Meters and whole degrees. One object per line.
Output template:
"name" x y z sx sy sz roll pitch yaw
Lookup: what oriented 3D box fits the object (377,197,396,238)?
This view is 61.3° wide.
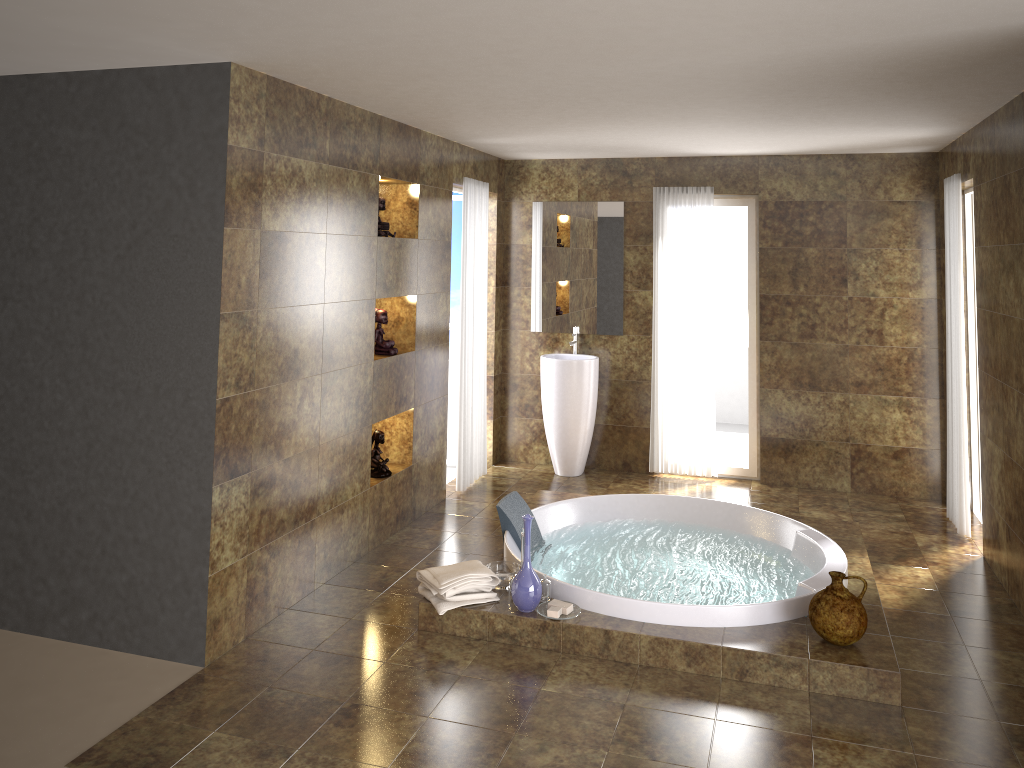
"object" -0.800 -1.028 5.297 0.152 0.267 0.121 1 -2 17

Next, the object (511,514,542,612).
"object" 0.067 0.791 3.855 0.136 0.421 0.134 -1 -4 25

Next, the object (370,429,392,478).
"object" -0.800 0.412 5.217 0.152 0.274 0.150 0 -2 18

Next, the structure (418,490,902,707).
"structure" 0.833 0.970 4.553 2.007 0.124 2.015 4 9 17

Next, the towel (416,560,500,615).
"towel" -0.251 0.919 3.994 0.321 0.150 0.341 -2 7 -28

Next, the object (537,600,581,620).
"object" 0.207 1.000 3.799 0.190 0.018 0.191 2 8 6

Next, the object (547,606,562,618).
"object" 0.185 0.989 3.745 0.053 0.034 0.073 2 6 18

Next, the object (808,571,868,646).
"object" 1.349 0.925 3.581 0.230 0.275 0.230 1 1 -11

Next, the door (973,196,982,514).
"door" 3.502 -0.165 5.583 0.040 2.230 0.957 5 -4 -39

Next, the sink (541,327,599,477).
"sink" 0.446 0.133 6.781 0.459 1.138 0.433 0 -3 20

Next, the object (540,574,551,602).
"object" 0.151 0.929 3.948 0.057 0.116 0.057 2 -2 -20

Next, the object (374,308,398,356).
"object" -0.787 -0.322 5.302 0.175 0.285 0.111 1 -3 17

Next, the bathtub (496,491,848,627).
"bathtub" 0.831 0.962 4.552 1.752 0.522 1.760 -6 10 -41

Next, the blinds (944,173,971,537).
"blinds" 2.859 -0.227 5.595 0.069 2.281 0.479 0 -4 17

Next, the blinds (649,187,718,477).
"blinds" 1.336 -0.431 6.753 0.519 2.269 0.066 0 -5 17

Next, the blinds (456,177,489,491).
"blinds" -0.273 -0.411 6.474 0.068 2.280 0.594 0 -4 17

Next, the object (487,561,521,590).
"object" -0.040 0.916 4.143 0.169 0.075 0.171 1 6 -1

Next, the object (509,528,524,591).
"object" 0.054 0.825 3.998 0.130 0.309 0.129 0 -3 25

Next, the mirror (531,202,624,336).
"mirror" 0.532 -0.956 7.079 0.768 1.093 0.008 1 -4 17

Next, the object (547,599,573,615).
"object" 0.213 0.983 3.809 0.101 0.032 0.061 6 7 32

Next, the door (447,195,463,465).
"door" -0.806 -0.467 7.134 0.962 2.231 0.039 1 -5 7
